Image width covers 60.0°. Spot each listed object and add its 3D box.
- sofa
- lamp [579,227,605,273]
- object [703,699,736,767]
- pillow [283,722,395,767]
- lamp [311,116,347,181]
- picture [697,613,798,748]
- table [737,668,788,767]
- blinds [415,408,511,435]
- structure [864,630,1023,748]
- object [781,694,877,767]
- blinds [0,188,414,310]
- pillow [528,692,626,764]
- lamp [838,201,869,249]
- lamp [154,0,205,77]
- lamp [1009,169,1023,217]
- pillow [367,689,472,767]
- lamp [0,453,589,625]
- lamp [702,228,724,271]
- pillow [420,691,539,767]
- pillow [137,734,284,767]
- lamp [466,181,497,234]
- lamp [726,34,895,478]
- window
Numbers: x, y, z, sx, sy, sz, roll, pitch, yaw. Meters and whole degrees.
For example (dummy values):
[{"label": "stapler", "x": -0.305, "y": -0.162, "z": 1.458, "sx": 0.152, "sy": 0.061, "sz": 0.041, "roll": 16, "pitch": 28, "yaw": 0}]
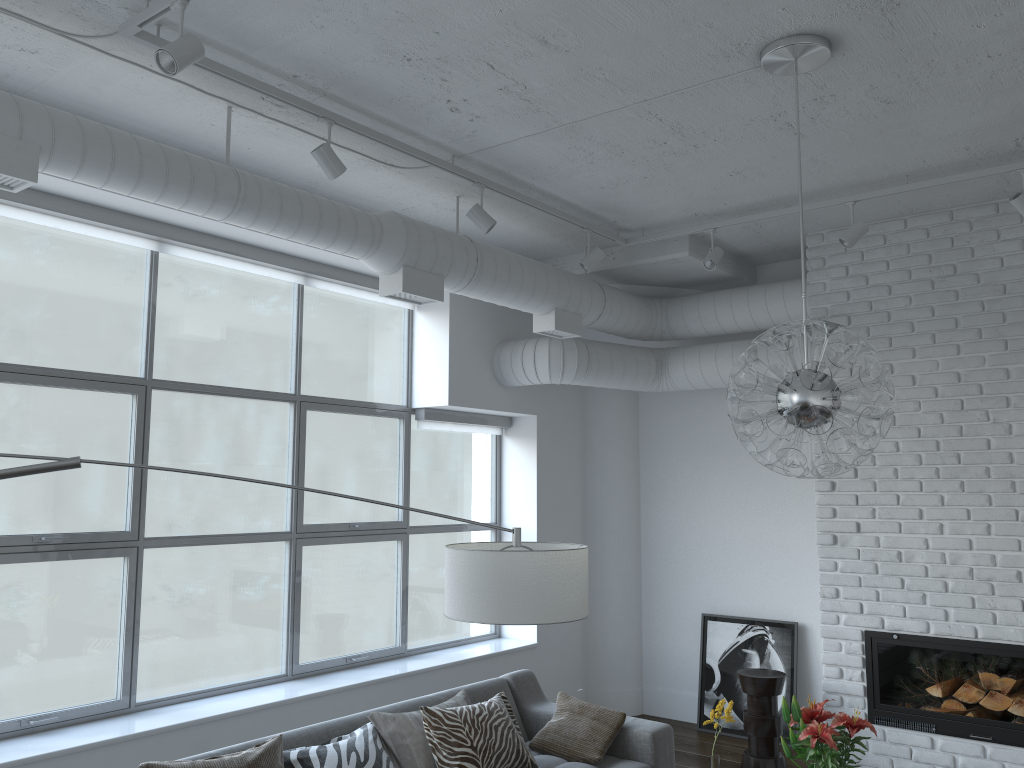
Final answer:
[{"label": "sofa", "x": -0.387, "y": 1.719, "z": 3.503, "sx": 0.991, "sy": 0.684, "sz": 2.541, "roll": -5, "pitch": -9, "yaw": 38}, {"label": "lamp", "x": 0.465, "y": -0.789, "z": 5.164, "sx": 0.154, "sy": 0.285, "sz": 0.087, "roll": 0, "pitch": -7, "yaw": -3}, {"label": "object", "x": 0.755, "y": 1.386, "z": 3.197, "sx": 0.120, "sy": 0.470, "sz": 0.121, "roll": 5, "pitch": -8, "yaw": -36}, {"label": "pillow", "x": -0.635, "y": 1.532, "z": 3.416, "sx": 0.346, "sy": 0.283, "sz": 0.578, "roll": -5, "pitch": -9, "yaw": 38}, {"label": "lamp", "x": -0.748, "y": -0.976, "z": 3.630, "sx": 0.154, "sy": 0.285, "sz": 0.087, "roll": 6, "pitch": -9, "yaw": -42}, {"label": "picture", "x": 1.578, "y": 1.973, "z": 5.968, "sx": 0.686, "sy": 0.775, "sz": 0.130, "roll": -5, "pitch": -9, "yaw": 38}, {"label": "table", "x": 1.467, "y": 1.979, "z": 5.188, "sx": 0.282, "sy": 0.558, "sz": 0.281, "roll": -2, "pitch": -7, "yaw": 17}, {"label": "blinds", "x": -0.318, "y": 0.263, "z": 6.081, "sx": 0.086, "sy": 0.130, "sz": 0.903, "roll": -5, "pitch": -9, "yaw": 38}, {"label": "structure", "x": 2.660, "y": 1.681, "z": 4.919, "sx": 1.168, "sy": 0.578, "sz": 0.675, "roll": -5, "pitch": -9, "yaw": 38}, {"label": "object", "x": 1.034, "y": 1.307, "z": 2.890, "sx": 0.284, "sy": 0.558, "sz": 0.275, "roll": 0, "pitch": -7, "yaw": 0}, {"label": "blinds", "x": -1.724, "y": -0.721, "z": 4.383, "sx": 0.086, "sy": 0.130, "sz": 3.613, "roll": -5, "pitch": -9, "yaw": 38}, {"label": "pillow", "x": 0.307, "y": 1.639, "z": 4.211, "sx": 0.427, "sy": 0.261, "sz": 0.236, "roll": -5, "pitch": -9, "yaw": 39}, {"label": "lamp", "x": 1.787, "y": -0.847, "z": 4.650, "sx": 0.154, "sy": 0.285, "sz": 0.090, "roll": -1, "pitch": -7, "yaw": 6}, {"label": "lamp", "x": -1.029, "y": -1.082, "z": 2.748, "sx": 0.095, "sy": 0.285, "sz": 0.154, "roll": -4, "pitch": -8, "yaw": 31}, {"label": "lamp", "x": 2.408, "y": -0.903, "z": 4.168, "sx": 0.154, "sy": 0.285, "sz": 0.097, "roll": 2, "pitch": -7, "yaw": -12}, {"label": "pillow", "x": -0.320, "y": 1.566, "z": 3.890, "sx": 0.254, "sy": 0.318, "sz": 0.663, "roll": -5, "pitch": -9, "yaw": 38}, {"label": "lamp", "x": -0.810, "y": 1.044, "z": 2.341, "sx": 2.162, "sy": 1.738, "sz": 0.432, "roll": 2, "pitch": -7, "yaw": -18}, {"label": "lamp", "x": 1.159, "y": -0.791, "z": 5.135, "sx": 0.095, "sy": 0.285, "sz": 0.154, "roll": -5, "pitch": -8, "yaw": 36}, {"label": "pillow", "x": -0.144, "y": 1.536, "z": 3.843, "sx": 0.271, "sy": 0.340, "sz": 0.576, "roll": -6, "pitch": -9, "yaw": 42}, {"label": "pillow", "x": -0.996, "y": 1.453, "z": 3.031, "sx": 0.597, "sy": 0.338, "sz": 0.298, "roll": 6, "pitch": -9, "yaw": -42}, {"label": "lamp", "x": -0.151, "y": -0.883, "z": 4.397, "sx": 0.154, "sy": 0.285, "sz": 0.087, "roll": 1, "pitch": -7, "yaw": -8}, {"label": "lamp", "x": 1.029, "y": -0.444, "z": 3.139, "sx": 0.552, "sy": 1.546, "sz": 0.552, "roll": -3, "pitch": -8, "yaw": 25}, {"label": "window", "x": -1.491, "y": 0.423, "z": 4.658, "sx": 0.107, "sy": 2.340, "sz": 4.566, "roll": -5, "pitch": -9, "yaw": 38}]
